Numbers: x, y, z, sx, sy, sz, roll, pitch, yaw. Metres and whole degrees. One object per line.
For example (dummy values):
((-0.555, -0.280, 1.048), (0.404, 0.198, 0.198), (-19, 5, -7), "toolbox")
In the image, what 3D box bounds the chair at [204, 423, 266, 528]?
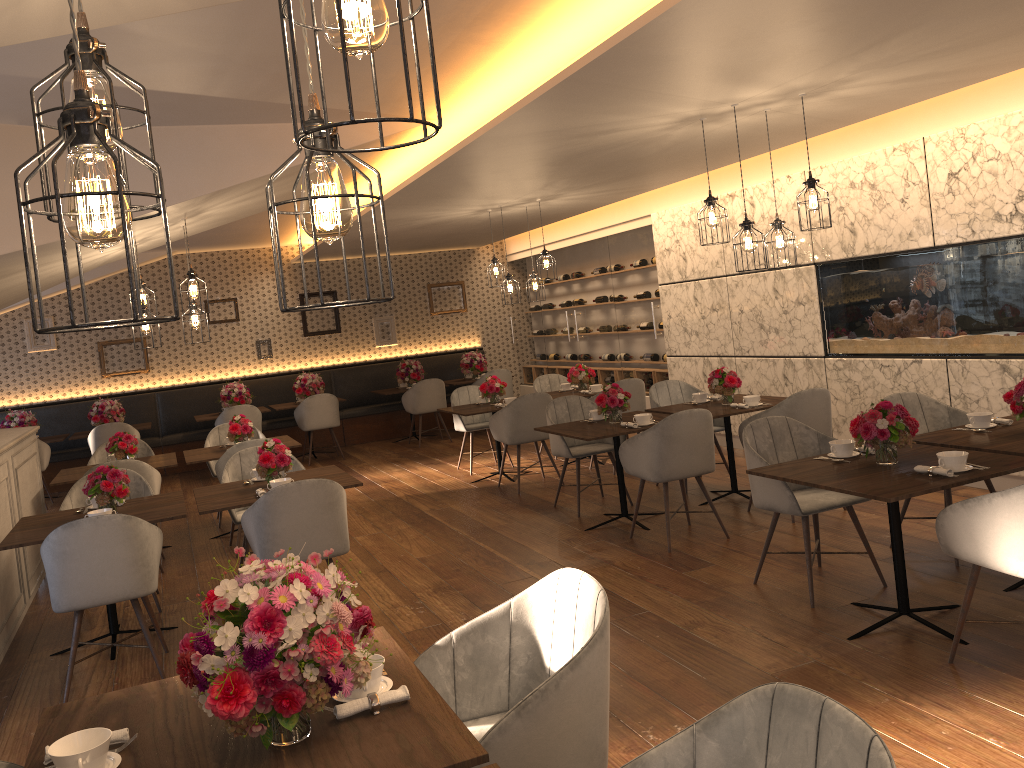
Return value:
((-2.507, 0.802, 8.121), (0.566, 0.871, 0.526), (-7, 2, -22), "chair")

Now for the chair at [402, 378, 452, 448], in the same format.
((-1.119, 0.357, 11.722), (0.566, 0.871, 0.526), (-7, 2, -22), "chair")

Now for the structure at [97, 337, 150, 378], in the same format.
((-5.183, -0.355, 11.824), (0.602, 0.485, 0.032), (-8, 2, -22), "structure")

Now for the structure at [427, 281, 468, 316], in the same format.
((-0.983, -1.311, 13.526), (0.602, 0.485, 0.032), (-8, 2, -22), "structure")

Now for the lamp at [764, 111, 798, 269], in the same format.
((1.545, -1.741, 5.417), (0.175, 2.068, 0.175), (-7, 1, -20), "lamp")

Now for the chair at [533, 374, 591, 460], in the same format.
((0.541, 0.332, 9.675), (0.566, 0.871, 0.526), (-7, 2, -22), "chair")

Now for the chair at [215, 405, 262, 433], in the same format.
((-3.309, 0.676, 10.839), (0.566, 0.871, 0.526), (-7, 2, -22), "chair")

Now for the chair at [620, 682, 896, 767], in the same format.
((0.360, 1.008, 1.446), (0.527, 0.871, 0.564), (-7, 2, -22), "chair")

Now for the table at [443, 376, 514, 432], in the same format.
((-0.512, 0.287, 12.689), (0.898, 0.720, 0.896), (-8, 3, -22), "table")

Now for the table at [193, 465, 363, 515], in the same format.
((-1.397, 0.972, 5.353), (0.898, 0.720, 0.896), (-8, 3, -22), "table")

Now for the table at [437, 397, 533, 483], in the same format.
((-0.139, 0.564, 8.690), (0.898, 0.720, 0.896), (-8, 3, -22), "table")

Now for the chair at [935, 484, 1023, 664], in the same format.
((2.016, 0.665, 3.387), (0.566, 0.871, 0.526), (-7, 2, -22), "chair")

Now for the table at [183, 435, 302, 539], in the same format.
((-2.261, 0.899, 7.510), (0.898, 0.720, 0.896), (-8, 3, -22), "table")

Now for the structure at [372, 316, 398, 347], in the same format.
((-1.884, -0.781, 13.154), (0.341, 0.439, 0.034), (-7, 2, -22), "structure")

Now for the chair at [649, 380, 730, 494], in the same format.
((1.462, 0.410, 7.375), (0.566, 0.871, 0.526), (-7, 2, -22), "chair")

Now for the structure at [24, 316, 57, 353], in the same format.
((-6.106, -0.642, 11.463), (0.341, 0.439, 0.034), (-7, 2, -22), "structure")

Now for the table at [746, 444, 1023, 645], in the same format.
((1.739, 0.724, 3.998), (0.898, 0.720, 0.896), (-8, 3, -22), "table")

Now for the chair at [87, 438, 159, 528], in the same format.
((-3.391, 0.930, 7.764), (0.566, 0.871, 0.526), (-7, 2, -22), "chair")

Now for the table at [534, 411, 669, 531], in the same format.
((0.782, 0.642, 6.391), (0.898, 0.720, 0.896), (-8, 3, -22), "table")

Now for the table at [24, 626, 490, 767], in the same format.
((-0.585, 1.145, 2.034), (0.898, 0.720, 0.896), (-8, 3, -22), "table")

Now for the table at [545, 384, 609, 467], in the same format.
((0.745, 0.435, 9.047), (0.898, 0.720, 0.896), (-8, 3, -22), "table")

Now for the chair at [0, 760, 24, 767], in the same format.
((-1.207, 1.157, 1.807), (0.527, 0.871, 0.564), (-7, 2, -22), "chair")

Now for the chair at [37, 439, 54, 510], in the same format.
((-5.498, 0.995, 9.956), (0.566, 0.871, 0.526), (-7, 2, -22), "chair")

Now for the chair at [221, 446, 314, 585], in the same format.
((-1.643, 0.876, 5.964), (0.566, 0.871, 0.526), (-7, 2, -22), "chair")

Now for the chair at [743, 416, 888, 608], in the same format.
((1.536, 0.621, 4.626), (0.566, 0.871, 0.526), (-7, 2, -22), "chair")

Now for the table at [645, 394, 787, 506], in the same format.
((1.666, 0.513, 6.747), (0.898, 0.720, 0.896), (-8, 3, -22), "table")

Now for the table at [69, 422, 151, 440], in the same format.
((-4.890, 0.925, 10.923), (0.898, 0.720, 0.896), (-8, 3, -22), "table")

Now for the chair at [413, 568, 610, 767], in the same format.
((0.011, 0.978, 2.317), (0.527, 0.871, 0.564), (-7, 2, -22), "chair")

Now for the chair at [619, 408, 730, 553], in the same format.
((1.058, 0.583, 5.780), (0.566, 0.871, 0.526), (-7, 2, -22), "chair")

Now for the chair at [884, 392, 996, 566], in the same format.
((2.420, 0.492, 4.982), (0.566, 0.871, 0.526), (-7, 2, -22), "chair")

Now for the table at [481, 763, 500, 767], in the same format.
((-0.236, 1.175, 1.162), (0.898, 0.720, 0.896), (-8, 3, -22), "table")

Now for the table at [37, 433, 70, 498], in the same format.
((-5.774, 1.054, 10.566), (0.898, 0.720, 0.896), (-8, 3, -22), "table")

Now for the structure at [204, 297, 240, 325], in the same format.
((-4.032, -1.013, 12.311), (0.450, 0.344, 0.015), (-8, 2, -22), "structure")

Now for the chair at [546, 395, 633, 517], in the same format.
((0.578, 0.539, 7.019), (0.566, 0.871, 0.526), (-7, 2, -22), "chair")

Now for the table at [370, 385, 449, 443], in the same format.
((-1.396, 0.416, 12.332), (0.898, 0.720, 0.896), (-8, 3, -22), "table")

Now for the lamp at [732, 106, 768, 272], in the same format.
((1.292, -1.694, 5.178), (0.175, 2.068, 0.175), (-7, 1, -20), "lamp")

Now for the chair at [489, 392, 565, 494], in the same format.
((0.137, 0.505, 8.080), (0.566, 0.871, 0.526), (-7, 2, -22), "chair")

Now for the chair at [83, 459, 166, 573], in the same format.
((-2.868, 0.968, 6.543), (0.566, 0.871, 0.526), (-7, 2, -22), "chair")

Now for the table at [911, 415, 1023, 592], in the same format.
((2.624, 0.595, 4.354), (0.898, 0.720, 0.896), (-8, 3, -22), "table")

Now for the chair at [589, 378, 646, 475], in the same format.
((1.021, 0.376, 8.436), (0.566, 0.871, 0.526), (-7, 2, -22), "chair")

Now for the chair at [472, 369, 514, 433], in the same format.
((-0.235, 0.228, 12.078), (0.566, 0.871, 0.526), (-7, 2, -22), "chair")

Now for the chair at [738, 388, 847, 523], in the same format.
((1.942, 0.455, 6.137), (0.566, 0.871, 0.526), (-7, 2, -22), "chair")

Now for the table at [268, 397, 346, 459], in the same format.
((-2.701, 0.606, 11.806), (0.898, 0.720, 0.896), (-8, 3, -22), "table")

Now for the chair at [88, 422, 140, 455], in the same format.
((-4.614, 0.866, 10.313), (0.566, 0.871, 0.526), (-7, 2, -22), "chair")

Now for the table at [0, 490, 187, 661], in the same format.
((-2.281, 1.101, 4.997), (0.898, 0.720, 0.896), (-8, 3, -22), "table")

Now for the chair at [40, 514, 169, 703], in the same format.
((-2.005, 1.042, 4.387), (0.566, 0.871, 0.526), (-7, 2, -22), "chair")

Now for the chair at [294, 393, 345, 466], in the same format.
((-2.424, 0.547, 11.195), (0.566, 0.871, 0.526), (-7, 2, -22), "chair")

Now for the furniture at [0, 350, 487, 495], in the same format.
((-3.562, 0.495, 12.150), (7.106, 1.080, 0.541), (-8, 2, -22), "furniture")

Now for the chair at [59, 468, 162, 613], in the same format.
((-2.527, 1.004, 5.608), (0.566, 0.871, 0.526), (-7, 2, -22), "chair")

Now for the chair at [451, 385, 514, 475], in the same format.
((-0.343, 0.460, 9.318), (0.566, 0.871, 0.526), (-7, 2, -22), "chair")

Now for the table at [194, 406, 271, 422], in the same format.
((-3.585, 0.735, 11.449), (0.898, 0.720, 0.896), (-8, 3, -22), "table")

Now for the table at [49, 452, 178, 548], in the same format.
((-3.145, 1.027, 7.154), (0.898, 0.720, 0.896), (-8, 3, -22), "table")

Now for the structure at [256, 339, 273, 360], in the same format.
((-3.498, -0.488, 12.510), (0.216, 0.277, 0.018), (-7, 2, -22), "structure")

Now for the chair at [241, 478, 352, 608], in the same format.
((-1.121, 0.914, 4.743), (0.566, 0.871, 0.526), (-7, 2, -22), "chair")

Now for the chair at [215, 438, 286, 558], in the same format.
((-1.984, 0.840, 6.900), (0.566, 0.871, 0.526), (-7, 2, -22), "chair")

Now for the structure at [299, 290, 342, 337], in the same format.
((-2.775, -1.018, 12.811), (0.545, 0.631, 0.035), (-8, 2, -22), "structure")
